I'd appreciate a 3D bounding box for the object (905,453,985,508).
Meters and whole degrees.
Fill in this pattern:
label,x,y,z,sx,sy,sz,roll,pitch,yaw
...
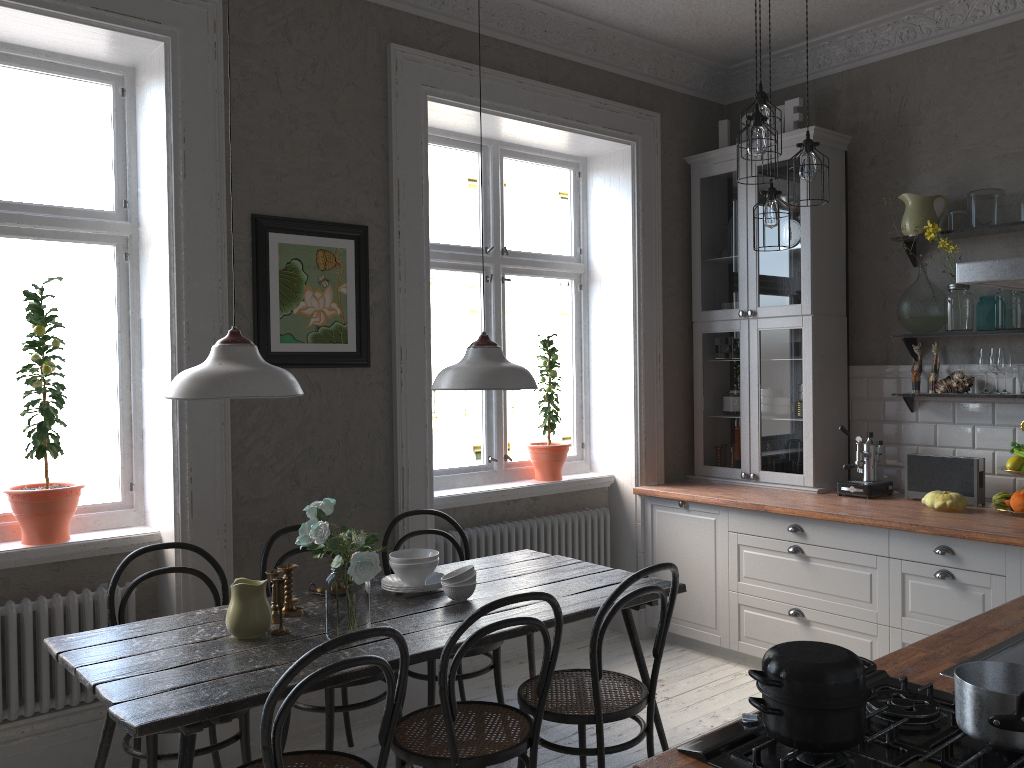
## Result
label,x,y,z,sx,sy,sz,roll,pitch,yaw
object,2.072,0.456,4.248,0.090,0.226,0.344,-2,1,-39

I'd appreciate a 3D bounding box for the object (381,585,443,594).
label,x,y,z,sx,sy,sz,roll,pitch,yaw
object,-0.351,0.733,3.200,0.241,0.027,0.234,-1,1,-22

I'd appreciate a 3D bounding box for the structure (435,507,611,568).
label,x,y,z,sx,sy,sz,roll,pitch,yaw
structure,0.084,0.927,4.695,1.249,0.428,0.145,-2,1,-42

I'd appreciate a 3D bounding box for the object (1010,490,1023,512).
label,x,y,z,sx,sy,sz,roll,pitch,yaw
object,2.211,0.503,3.820,0.111,0.110,0.113,0,1,18

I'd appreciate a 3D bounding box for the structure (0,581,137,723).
label,x,y,z,sx,sy,sz,roll,pitch,yaw
structure,-1.904,0.982,3.038,1.249,0.428,0.145,-2,1,-42

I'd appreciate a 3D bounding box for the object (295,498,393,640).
label,x,y,z,sx,sy,sz,roll,pitch,yaw
object,-0.499,0.550,2.643,0.257,0.414,0.305,-2,1,-41

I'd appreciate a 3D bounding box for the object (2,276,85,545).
label,x,y,z,sx,sy,sz,roll,pitch,yaw
object,-1.745,0.091,3.292,0.270,0.991,0.270,-1,1,0

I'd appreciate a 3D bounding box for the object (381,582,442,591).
label,x,y,z,sx,sy,sz,roll,pitch,yaw
object,-0.351,0.724,3.200,0.234,0.027,0.240,0,1,18

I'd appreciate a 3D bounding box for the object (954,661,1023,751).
label,x,y,z,sx,sy,sz,roll,pitch,yaw
object,0.861,0.535,1.459,0.175,0.134,0.302,-1,1,-4

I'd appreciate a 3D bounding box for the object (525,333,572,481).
label,x,y,z,sx,sy,sz,roll,pitch,yaw
object,0.199,0.125,4.925,0.262,0.813,0.257,-1,1,-12

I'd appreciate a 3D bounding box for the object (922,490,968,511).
label,x,y,z,sx,sy,sz,roll,pitch,yaw
object,1.974,0.532,4.043,0.193,0.083,0.193,-2,1,-39

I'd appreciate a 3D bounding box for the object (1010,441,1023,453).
label,x,y,z,sx,sy,sz,roll,pitch,yaw
object,2.249,0.285,3.932,0.071,0.058,0.052,0,1,27

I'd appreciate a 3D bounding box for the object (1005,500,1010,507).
label,x,y,z,sx,sy,sz,roll,pitch,yaw
object,2.244,0.527,3.954,0.088,0.057,0.085,-1,1,-8

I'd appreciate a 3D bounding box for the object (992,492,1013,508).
label,x,y,z,sx,sy,sz,roll,pitch,yaw
object,2.248,0.522,4.008,0.153,0.072,0.076,-1,1,-11

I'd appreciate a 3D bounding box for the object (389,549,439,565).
label,x,y,z,sx,sy,sz,roll,pitch,yaw
object,-0.353,0.659,3.199,0.176,0.094,0.183,0,1,41

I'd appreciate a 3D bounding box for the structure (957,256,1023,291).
label,x,y,z,sx,sy,sz,roll,pitch,yaw
structure,1.564,-1.044,2.092,0.727,1.596,0.698,-2,1,-40

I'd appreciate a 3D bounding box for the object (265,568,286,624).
label,x,y,z,sx,sy,sz,roll,pitch,yaw
object,-0.755,0.672,2.822,0.063,0.172,0.061,-1,1,-18

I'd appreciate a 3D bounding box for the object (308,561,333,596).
label,x,y,z,sx,sy,sz,roll,pitch,yaw
object,-0.639,0.694,3.184,0.137,0.112,0.142,0,1,33

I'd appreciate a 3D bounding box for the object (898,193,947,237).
label,x,y,z,sx,sy,sz,roll,pitch,yaw
object,2.038,-0.841,4.412,0.176,0.216,0.187,-1,1,-26

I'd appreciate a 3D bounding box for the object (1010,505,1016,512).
label,x,y,z,sx,sy,sz,roll,pitch,yaw
object,2.266,0.535,3.953,0.068,0.076,0.233,0,1,33

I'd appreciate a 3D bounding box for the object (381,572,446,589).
label,x,y,z,sx,sy,sz,roll,pitch,yaw
object,-0.351,0.715,3.200,0.240,0.027,0.234,-1,1,-17

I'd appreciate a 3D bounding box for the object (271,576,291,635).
label,x,y,z,sx,sy,sz,roll,pitch,yaw
object,-0.707,0.676,2.706,0.060,0.167,0.058,-1,1,-26

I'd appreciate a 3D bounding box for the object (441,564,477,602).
label,x,y,z,sx,sy,sz,roll,pitch,yaw
object,-0.184,0.687,3.063,0.130,0.119,0.122,-1,1,-24

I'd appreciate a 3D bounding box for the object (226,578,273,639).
label,x,y,z,sx,sy,sz,roll,pitch,yaw
object,-0.806,0.676,2.693,0.148,0.170,0.137,-1,1,12

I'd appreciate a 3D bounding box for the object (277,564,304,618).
label,x,y,z,sx,sy,sz,roll,pitch,yaw
object,-0.736,0.670,2.916,0.094,0.172,0.098,0,1,32

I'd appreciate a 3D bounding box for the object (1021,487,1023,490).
label,x,y,z,sx,sy,sz,roll,pitch,yaw
object,2.351,0.488,3.966,0.155,0.076,0.078,-1,1,-14

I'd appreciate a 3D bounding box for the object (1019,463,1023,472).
label,x,y,z,sx,sy,sz,roll,pitch,yaw
object,2.253,0.372,3.878,0.068,0.061,0.062,-2,1,-40

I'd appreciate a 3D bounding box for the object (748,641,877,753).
label,x,y,z,sx,sy,sz,roll,pitch,yaw
object,0.515,0.531,1.514,0.187,0.147,0.196,0,1,30

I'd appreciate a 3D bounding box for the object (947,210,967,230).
label,x,y,z,sx,sy,sz,roll,pitch,yaw
object,2.183,-0.788,4.330,0.105,0.111,0.101,-2,1,-40

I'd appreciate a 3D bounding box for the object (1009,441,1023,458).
label,x,y,z,sx,sy,sz,roll,pitch,yaw
object,2.287,0.306,3.879,0.068,0.101,0.207,-1,1,-33

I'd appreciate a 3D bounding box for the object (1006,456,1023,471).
label,x,y,z,sx,sy,sz,roll,pitch,yaw
object,2.215,0.350,3.899,0.080,0.069,0.058,-1,1,-20

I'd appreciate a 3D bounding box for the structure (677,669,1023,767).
label,x,y,z,sx,sy,sz,roll,pitch,yaw
structure,0.675,0.617,1.551,0.618,0.031,0.486,-2,1,-40

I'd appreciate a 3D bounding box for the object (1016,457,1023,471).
label,x,y,z,sx,sy,sz,roll,pitch,yaw
object,2.265,0.364,3.959,0.094,0.078,0.103,0,1,37

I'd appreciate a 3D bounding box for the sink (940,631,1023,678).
label,x,y,z,sx,sy,sz,roll,pitch,yaw
sink,1.269,0.512,1.864,0.496,0.720,0.517,-2,1,-40

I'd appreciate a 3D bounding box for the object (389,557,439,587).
label,x,y,z,sx,sy,sz,roll,pitch,yaw
object,-0.352,0.679,3.199,0.176,0.094,0.183,0,1,41

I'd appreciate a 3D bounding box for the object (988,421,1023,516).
label,x,y,z,sx,sy,sz,roll,pitch,yaw
object,2.300,0.362,3.908,0.345,0.425,0.359,0,1,35
